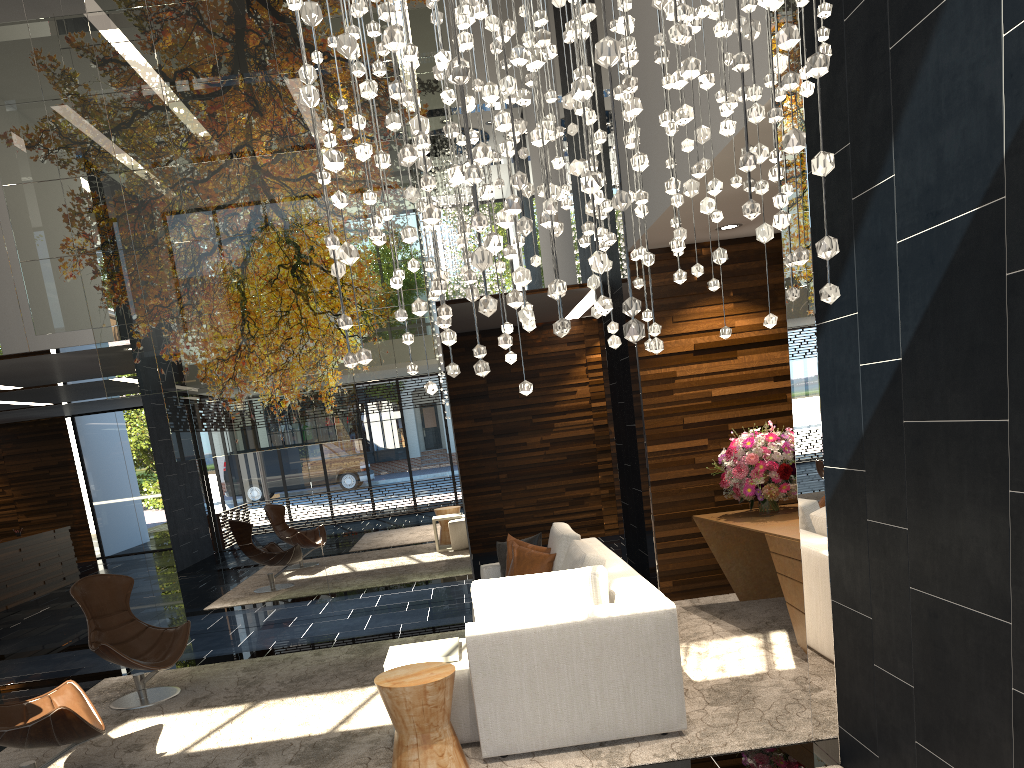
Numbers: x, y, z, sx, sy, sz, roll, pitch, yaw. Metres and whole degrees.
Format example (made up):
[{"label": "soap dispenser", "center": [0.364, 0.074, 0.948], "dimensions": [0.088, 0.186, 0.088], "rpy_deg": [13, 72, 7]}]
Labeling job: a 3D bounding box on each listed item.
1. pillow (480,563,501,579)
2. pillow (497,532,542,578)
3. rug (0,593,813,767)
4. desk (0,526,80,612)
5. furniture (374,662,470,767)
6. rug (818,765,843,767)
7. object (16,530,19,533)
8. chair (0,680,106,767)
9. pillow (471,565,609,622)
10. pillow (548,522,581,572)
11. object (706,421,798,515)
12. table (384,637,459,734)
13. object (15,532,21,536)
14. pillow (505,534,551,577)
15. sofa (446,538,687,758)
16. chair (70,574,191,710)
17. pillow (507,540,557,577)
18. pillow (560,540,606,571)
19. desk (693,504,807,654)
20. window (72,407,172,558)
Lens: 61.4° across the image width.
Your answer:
[{"label": "pillow", "center": [0.066, 1.452, 6.736], "dimensions": [0.621, 0.156, 0.235], "rpy_deg": [-7, 2, -7]}, {"label": "pillow", "center": [0.057, 1.316, 6.443], "dimensions": [0.556, 0.426, 0.247], "rpy_deg": [-5, 7, 44]}, {"label": "rug", "center": [-0.319, 1.964, 5.574], "dimensions": [5.895, 0.006, 3.155], "rpy_deg": [-7, -2, -2]}, {"label": "desk", "center": [-7.424, 2.727, 12.651], "dimensions": [0.878, 0.908, 2.625], "rpy_deg": [-7, -1, -3]}, {"label": "furniture", "center": [-0.433, 1.651, 4.180], "dimensions": [0.395, 0.536, 0.379], "rpy_deg": [-3, 7, 32]}, {"label": "rug", "center": [-0.196, 1.819, 2.561], "dimensions": [3.412, 0.006, 2.294], "rpy_deg": [-7, -2, -2]}, {"label": "object", "center": [-7.400, 2.216, 12.888], "dimensions": [0.076, 0.105, 0.147], "rpy_deg": [-4, 3, 27]}, {"label": "chair", "center": [-2.571, 1.729, 4.482], "dimensions": [0.771, 0.956, 0.672], "rpy_deg": [-11, 7, -35]}, {"label": "pillow", "center": [0.159, 1.197, 4.462], "dimensions": [0.711, 0.473, 0.211], "rpy_deg": [-7, 8, -1]}, {"label": "pillow", "center": [0.352, 1.241, 6.128], "dimensions": [0.247, 0.461, 0.705], "rpy_deg": [-8, 2, -4]}, {"label": "object", "center": [1.841, 0.610, 6.252], "dimensions": [0.686, 0.695, 0.648], "rpy_deg": [-8, 5, -11]}, {"label": "table", "center": [-0.465, 1.710, 4.816], "dimensions": [0.400, 0.479, 0.390], "rpy_deg": [-7, 5, -3]}, {"label": "object", "center": [-7.375, 2.248, 12.886], "dimensions": [0.077, 0.061, 0.074], "rpy_deg": [-6, 3, 22]}, {"label": "pillow", "center": [0.092, 1.300, 6.230], "dimensions": [0.237, 0.441, 0.549], "rpy_deg": [-13, 6, -38]}, {"label": "sofa", "center": [0.128, 1.550, 5.584], "dimensions": [1.289, 0.697, 2.799], "rpy_deg": [-7, -2, -3]}, {"label": "chair", "center": [-2.744, 1.822, 6.140], "dimensions": [0.794, 0.956, 0.652], "rpy_deg": [-5, 7, 25]}, {"label": "pillow", "center": [0.096, 1.314, 6.014], "dimensions": [0.262, 0.423, 0.518], "rpy_deg": [-12, 5, -32]}, {"label": "pillow", "center": [0.401, 1.204, 5.247], "dimensions": [0.290, 0.446, 0.704], "rpy_deg": [-7, 1, -2]}, {"label": "desk", "center": [2.009, 1.293, 5.742], "dimensions": [0.989, 0.764, 2.203], "rpy_deg": [-7, -1, -3]}, {"label": "window", "center": [-6.367, 1.795, 17.000], "dimensions": [3.953, 2.926, 0.057], "rpy_deg": [-7, 11, -2]}]
